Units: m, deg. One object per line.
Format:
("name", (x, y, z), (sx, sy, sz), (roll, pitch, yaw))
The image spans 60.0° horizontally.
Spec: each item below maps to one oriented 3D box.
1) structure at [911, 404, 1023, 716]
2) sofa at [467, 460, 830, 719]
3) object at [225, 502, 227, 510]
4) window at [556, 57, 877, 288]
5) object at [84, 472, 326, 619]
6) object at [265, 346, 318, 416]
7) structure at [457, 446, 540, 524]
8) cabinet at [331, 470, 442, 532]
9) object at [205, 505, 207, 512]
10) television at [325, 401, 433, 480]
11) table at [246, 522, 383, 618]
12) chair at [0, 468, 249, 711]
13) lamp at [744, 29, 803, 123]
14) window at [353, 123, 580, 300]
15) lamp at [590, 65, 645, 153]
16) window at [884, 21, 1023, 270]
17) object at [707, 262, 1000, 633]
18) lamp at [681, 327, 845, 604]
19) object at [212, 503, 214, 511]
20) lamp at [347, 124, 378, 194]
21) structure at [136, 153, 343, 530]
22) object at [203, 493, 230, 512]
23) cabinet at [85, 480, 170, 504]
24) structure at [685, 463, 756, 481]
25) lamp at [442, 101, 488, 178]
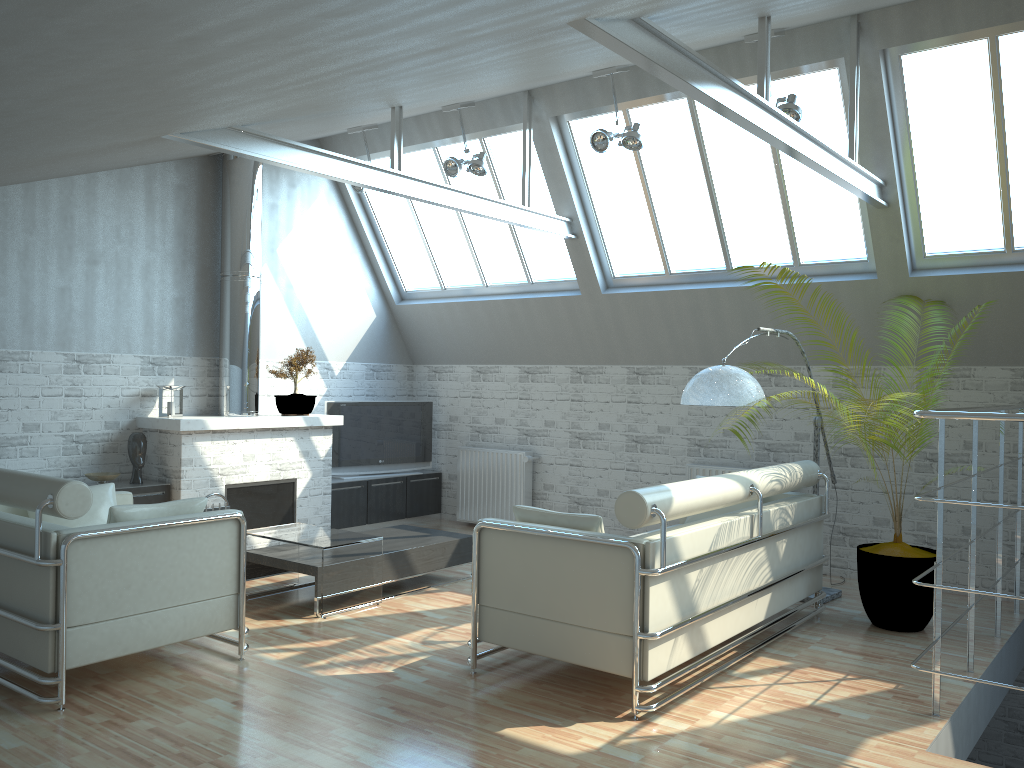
("structure", (7.292, 1.674, 8.150), (5.366, 2.781, 6.483), (1, 0, 37))
("sofa", (1.840, 1.965, 10.306), (2.199, 1.999, 4.866), (1, 0, 37))
("object", (-4.537, 2.304, 14.039), (0.155, 0.873, 0.026), (1, 0, 39))
("window", (3.102, -3.075, 13.747), (4.651, 2.787, 1.897), (1, 0, 37))
("object", (-4.115, 1.575, 12.488), (4.859, 2.558, 1.528), (1, 0, 36))
("object", (-3.948, -0.068, 15.866), (0.572, 1.265, 1.115), (1, 0, 41))
("structure", (-0.301, 2.070, 17.779), (1.892, 1.524, 0.508), (1, 0, 37))
("cabinet", (-2.840, 2.359, 17.911), (0.908, 1.016, 3.234), (1, 0, 37))
("object", (-4.704, 2.323, 13.721), (0.146, 0.916, 0.131), (1, 0, 38))
("television", (-2.712, 1.096, 17.941), (2.577, 1.514, 0.592), (1, 0, -43))
("table", (-2.693, 2.426, 11.786), (1.726, 0.867, 1.015), (1, 0, 37))
("chair", (-4.362, 1.855, 9.268), (2.507, 2.001, 2.201), (1, 0, 37))
("lamp", (3.208, -3.865, 11.174), (0.808, 1.172, 0.619), (1, 0, 41))
("window", (-0.932, -3.152, 16.834), (4.651, 2.787, 1.897), (1, 0, 37))
("lamp", (1.438, -3.899, 12.529), (0.808, 1.172, 0.618), (1, 0, 41))
("window", (7.136, -2.998, 10.661), (4.651, 2.787, 1.897), (1, 0, 37))
("object", (4.031, 0.808, 11.056), (3.777, 4.386, 5.015), (1, 0, 13))
("lamp", (3.786, 1.133, 12.060), (1.015, 3.709, 4.621), (1, 0, 44))
("object", (-4.621, 2.333, 13.837), (0.145, 0.932, 0.065), (1, 0, 19))
("lamp", (-2.561, -3.975, 15.589), (0.808, 1.172, 0.619), (1, 0, 41))
("structure", (-4.578, -0.746, 15.295), (1.309, 7.180, 3.302), (1, 0, 37))
("object", (-4.701, 2.277, 13.963), (0.412, 1.124, 0.584), (1, 0, 37))
("cabinet", (-7.092, 2.167, 12.328), (0.914, 1.270, 4.572), (1, 0, 37))
("structure", (3.778, 2.148, 14.658), (1.892, 1.524, 0.508), (1, 0, 37))
("lamp", (-0.806, -3.942, 14.246), (0.808, 1.172, 0.619), (1, 0, 41))
